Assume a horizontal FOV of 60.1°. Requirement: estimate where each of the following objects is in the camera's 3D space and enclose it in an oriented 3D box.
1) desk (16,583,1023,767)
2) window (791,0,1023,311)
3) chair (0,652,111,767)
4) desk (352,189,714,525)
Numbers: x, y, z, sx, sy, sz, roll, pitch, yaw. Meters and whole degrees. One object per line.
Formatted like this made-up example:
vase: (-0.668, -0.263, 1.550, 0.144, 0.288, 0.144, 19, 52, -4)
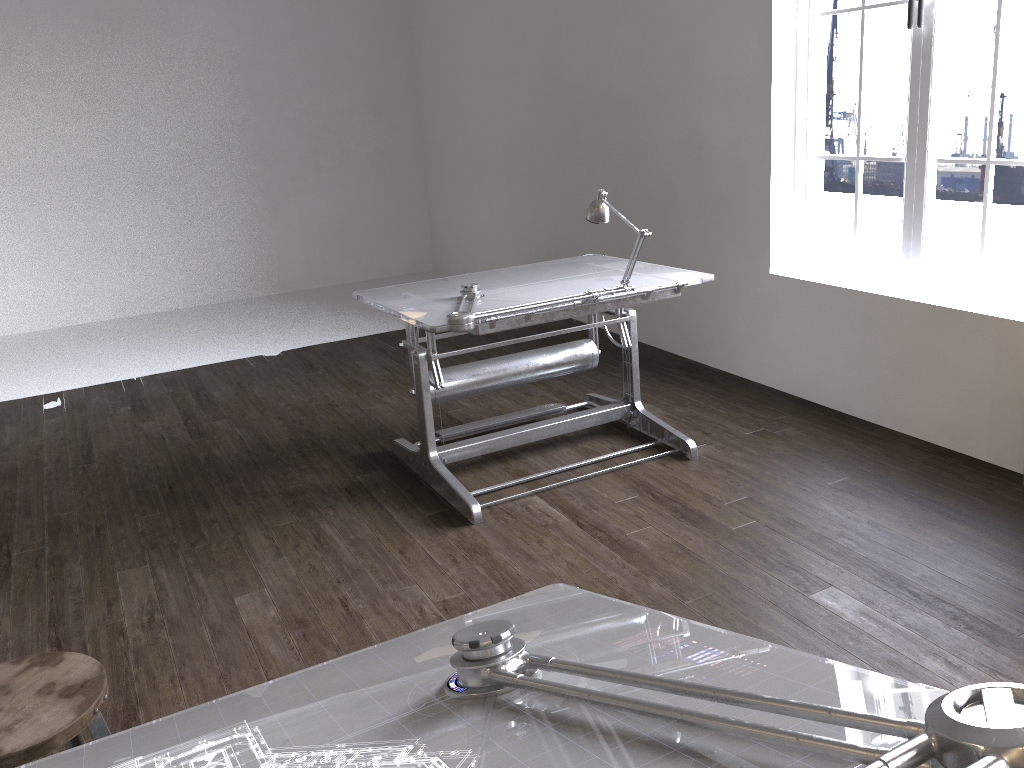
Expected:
desk: (-0.485, 0.633, 0.831, 2.289, 1.369, 1.087, -12, 18, -26)
window: (1.705, -1.535, 3.638, 0.154, 2.465, 1.497, -11, 17, -25)
chair: (-0.901, 0.837, 1.698, 0.373, 0.521, 0.361, 10, 21, 40)
desk: (0.138, -0.217, 3.691, 1.274, 1.173, 1.182, -12, 18, -25)
